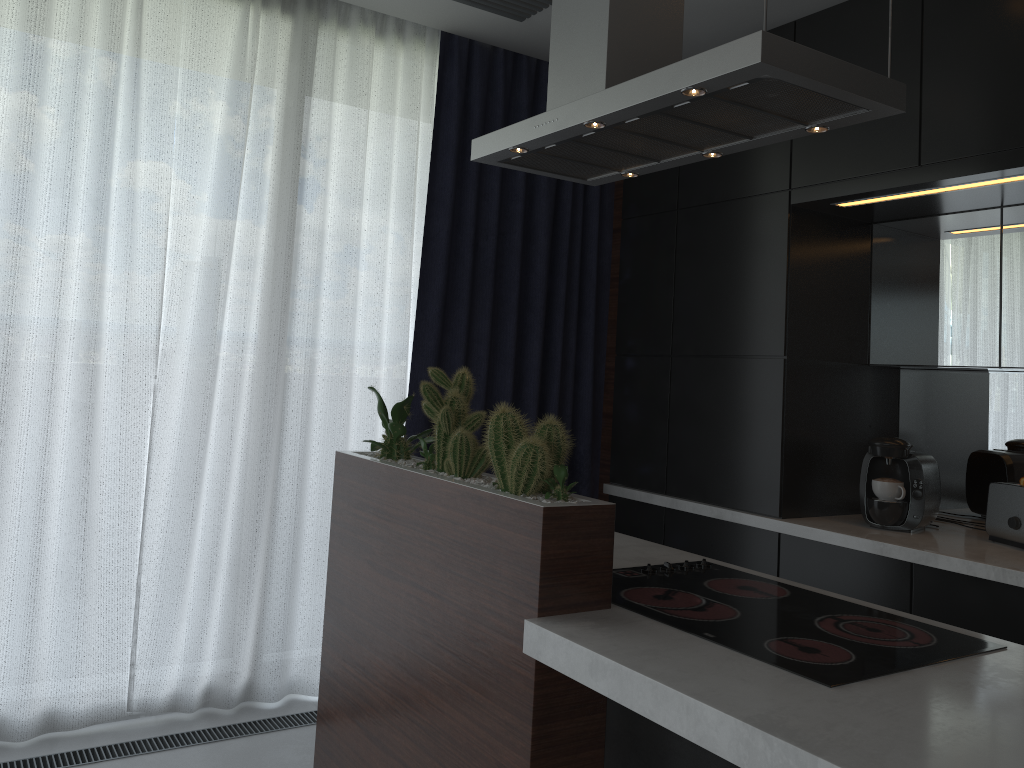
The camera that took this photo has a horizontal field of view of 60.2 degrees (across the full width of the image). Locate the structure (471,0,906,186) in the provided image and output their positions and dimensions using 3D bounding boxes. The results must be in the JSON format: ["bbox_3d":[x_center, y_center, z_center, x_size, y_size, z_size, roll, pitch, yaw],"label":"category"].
[{"bbox_3d":[0.374,-0.975,2.194,0.445,0.764,1.043,5,-2,-33],"label":"structure"}]

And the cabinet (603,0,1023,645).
[{"bbox_3d":[1.669,-0.003,2.606,0.702,2.567,3.477,6,-2,-33],"label":"cabinet"}]

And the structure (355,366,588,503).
[{"bbox_3d":[-0.148,0.093,2.148,0.222,0.287,1.000,5,-1,-31],"label":"structure"}]

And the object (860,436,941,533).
[{"bbox_3d":[1.326,0.336,3.031,0.215,0.314,0.268,1,-3,42],"label":"object"}]

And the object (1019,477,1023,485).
[{"bbox_3d":[1.320,0.389,1.913,0.140,0.222,1.869,2,0,22],"label":"object"}]

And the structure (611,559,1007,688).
[{"bbox_3d":[0.486,0.467,1.796,0.502,0.057,0.763,3,1,-33],"label":"structure"}]

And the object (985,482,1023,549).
[{"bbox_3d":[1.618,0.414,2.727,0.176,0.196,0.259,4,-1,-13],"label":"object"}]

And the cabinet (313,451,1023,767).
[{"bbox_3d":[0.715,-0.042,1.369,0.783,2.565,3.333,6,-3,-33],"label":"cabinet"}]
